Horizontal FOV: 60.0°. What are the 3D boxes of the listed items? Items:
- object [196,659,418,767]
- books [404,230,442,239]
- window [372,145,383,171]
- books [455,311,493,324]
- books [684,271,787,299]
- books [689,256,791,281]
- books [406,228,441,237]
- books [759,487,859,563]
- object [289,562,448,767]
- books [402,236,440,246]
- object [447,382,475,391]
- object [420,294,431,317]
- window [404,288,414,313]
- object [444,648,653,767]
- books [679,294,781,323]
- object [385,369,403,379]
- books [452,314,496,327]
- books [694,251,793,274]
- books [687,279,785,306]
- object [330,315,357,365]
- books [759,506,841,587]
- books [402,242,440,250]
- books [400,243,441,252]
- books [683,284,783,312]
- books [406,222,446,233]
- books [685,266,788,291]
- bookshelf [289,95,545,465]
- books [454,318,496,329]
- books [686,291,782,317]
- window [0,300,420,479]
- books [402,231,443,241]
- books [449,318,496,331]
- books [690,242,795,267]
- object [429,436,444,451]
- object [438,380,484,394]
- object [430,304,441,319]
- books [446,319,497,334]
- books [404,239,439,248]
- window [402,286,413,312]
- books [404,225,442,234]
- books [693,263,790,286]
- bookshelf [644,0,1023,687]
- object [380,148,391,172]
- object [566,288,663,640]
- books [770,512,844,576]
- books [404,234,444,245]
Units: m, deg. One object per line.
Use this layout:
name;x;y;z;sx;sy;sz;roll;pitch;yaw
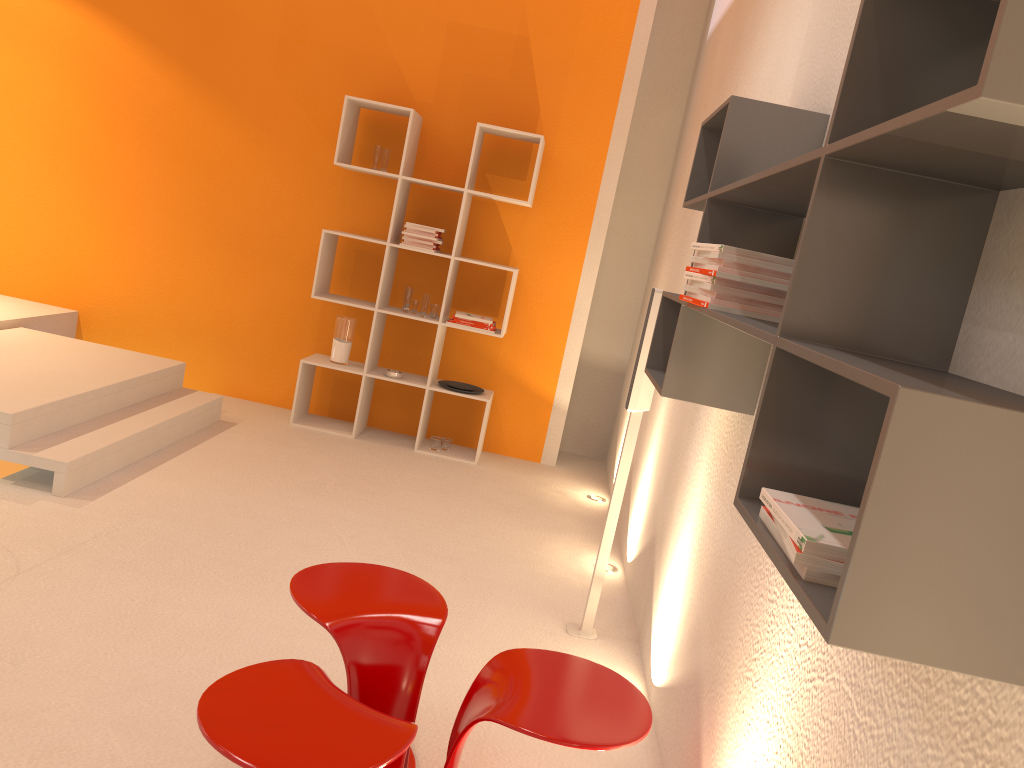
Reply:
object;-0.417;0.830;1.704;0.391;0.450;0.420;17;11;31
books;-0.539;-0.911;5.402;0.190;0.011;0.268;12;9;3
window;-2.720;1.562;1.596;0.481;5.399;8.922;14;9;14
books;-0.231;-0.406;5.401;0.227;0.017;0.230;11;9;-3
books;0.549;-0.229;2.090;0.230;0.017;0.227;10;9;-8
books;0.547;-0.272;2.094;0.190;0.015;0.254;11;9;-7
books;-0.537;-0.926;5.410;0.190;0.015;0.254;11;9;-2
books;0.450;0.192;1.114;0.230;0.017;0.227;12;9;1
object;-0.396;0.746;2.247;0.391;0.450;0.420;7;10;-28
books;-0.552;-0.871;5.411;0.190;0.015;0.254;12;9;3
object;-0.320;0.021;5.528;0.178;0.020;0.178;15;9;18
object;-2.648;1.868;2.467;0.870;4.604;7.392;17;11;32
window;-2.424;0.219;2.629;0.908;1.393;6.719;15;10;21
object;0.054;0.885;1.964;0.420;0.450;0.391;12;9;1
books;0.529;-0.176;2.096;0.210;0.013;0.297;11;9;-3
object;-0.729;-0.062;5.480;0.106;0.035;0.105;3;13;-44
books;-0.230;-0.391;5.416;0.254;0.015;0.190;12;9;3
books;0.548;-0.285;2.084;0.190;0.015;0.254;11;9;-2
books;0.533;-0.217;2.095;0.190;0.015;0.254;11;9;-2
object;-1.056;-0.271;5.535;0.129;0.291;0.129;17;10;29
books;0.436;0.218;1.131;0.190;0.015;0.254;12;9;2
books;-0.553;-0.842;5.413;0.190;0.011;0.268;12;9;3
books;-0.557;-0.830;5.411;0.210;0.013;0.296;12;9;1
books;0.533;-0.203;2.106;0.190;0.015;0.254;11;9;-7
books;-0.522;-0.952;5.394;0.230;0.017;0.227;11;9;-3
books;0.543;-0.245;2.085;0.210;0.013;0.297;11;9;-3
bookshelf;-0.086;0.947;4.756;1.107;4.600;3.516;4;12;-40
books;-0.225;-0.375;5.416;0.254;0.015;0.190;11;9;-2
books;0.532;-0.188;2.098;0.190;0.011;0.268;11;9;-2
window;-2.185;1.549;5.152;2.294;4.526;1.860;12;9;1
books;-0.542;-0.899;5.400;0.210;0.013;0.296;12;9;1
books;-0.238;-0.364;5.417;0.268;0.011;0.190;12;9;3
books;0.564;-0.298;2.079;0.230;0.017;0.227;10;9;-8
object;-0.361;2.545;0.629;0.129;2.692;10.507;11;9;-6
object;-0.318;0.024;5.525;0.294;0.020;0.294;19;12;40
object;-0.247;1.926;2.012;0.190;3.502;7.694;10;9;-10
books;-0.244;-0.353;5.419;0.296;0.013;0.210;12;9;1
books;-0.551;-0.857;5.421;0.190;0.015;0.254;11;9;-2
window;-2.657;1.537;4.386;0.993;4.599;4.234;18;11;33
books;-0.537;-0.940;5.400;0.190;0.015;0.254;12;9;3
books;0.546;-0.257;2.087;0.190;0.011;0.268;11;9;-2
bookshelf;0.371;0.504;1.229;0.322;2.145;3.370;12;9;3
object;-2.457;1.469;2.558;0.351;5.384;6.779;15;10;21
object;0.395;0.300;3.251;0.116;1.317;0.111;11;9;-2
books;0.435;0.204;1.121;0.190;0.015;0.254;13;9;8
books;-0.536;-0.883;5.405;0.230;0.017;0.227;11;9;-3
